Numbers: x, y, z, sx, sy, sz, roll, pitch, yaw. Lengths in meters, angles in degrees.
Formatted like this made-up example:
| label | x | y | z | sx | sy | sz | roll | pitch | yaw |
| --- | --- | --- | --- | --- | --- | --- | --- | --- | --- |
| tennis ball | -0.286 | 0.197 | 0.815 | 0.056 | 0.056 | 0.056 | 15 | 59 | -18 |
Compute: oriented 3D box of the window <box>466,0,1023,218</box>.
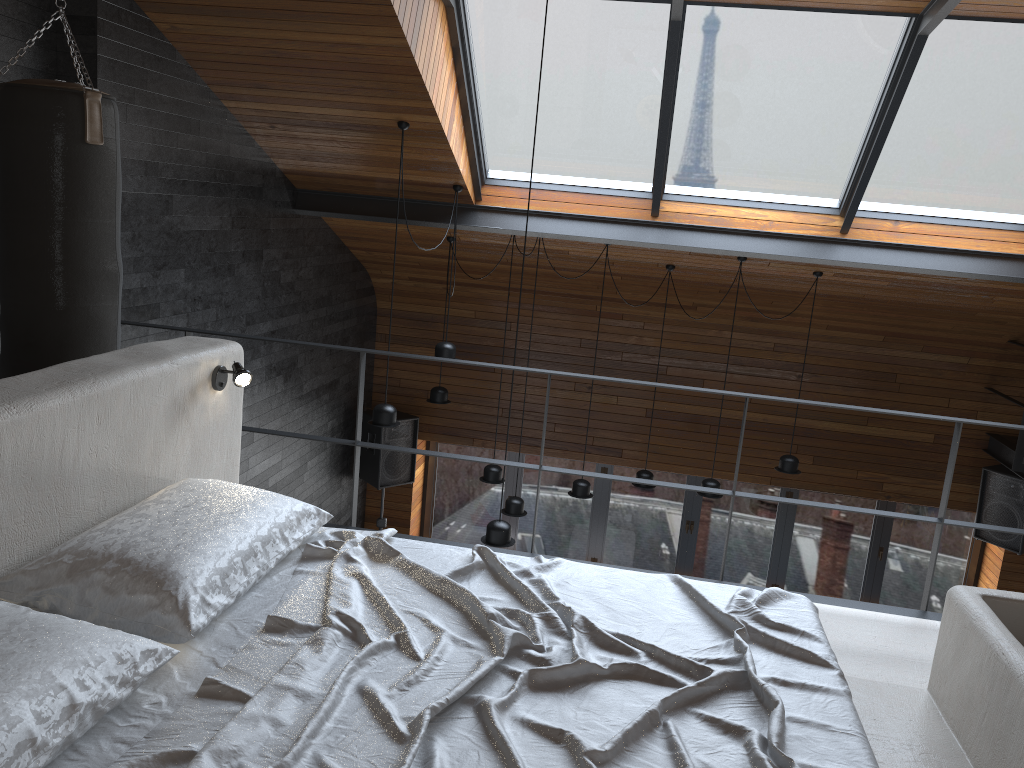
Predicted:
| label | x | y | z | sx | sy | sz | roll | pitch | yaw |
| --- | --- | --- | --- | --- | --- | --- | --- | --- | --- |
| window | 1.648 | -1.744 | 5.621 | 3.818 | 1.031 | 1.213 | 7 | 11 | 8 |

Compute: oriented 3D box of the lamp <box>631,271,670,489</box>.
| label | x | y | z | sx | sy | sz | roll | pitch | yaw |
| --- | --- | --- | --- | --- | --- | --- | --- | --- | --- |
| lamp | 1.214 | -0.117 | 7.382 | 0.210 | 2.002 | 0.210 | -5 | 15 | -43 |

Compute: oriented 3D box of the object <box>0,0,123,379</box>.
| label | x | y | z | sx | sy | sz | roll | pitch | yaw |
| --- | --- | --- | --- | --- | --- | --- | --- | --- | --- |
| object | -1.747 | -0.657 | 3.452 | 0.445 | 1.602 | 0.442 | 13 | 13 | 35 |

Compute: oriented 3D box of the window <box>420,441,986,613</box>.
| label | x | y | z | sx | sy | sz | roll | pitch | yaw |
| --- | --- | --- | --- | --- | --- | --- | --- | --- | --- |
| window | 1.881 | 1.536 | 9.408 | 5.936 | 1.521 | 0.101 | 7 | 11 | 8 |

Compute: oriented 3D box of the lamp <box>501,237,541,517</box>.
| label | x | y | z | sx | sy | sz | roll | pitch | yaw |
| --- | --- | --- | --- | --- | --- | --- | --- | --- | --- |
| lamp | 0.117 | -0.093 | 6.813 | 0.210 | 2.272 | 0.210 | -5 | 15 | -43 |

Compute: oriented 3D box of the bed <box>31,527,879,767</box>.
| label | x | y | z | sx | sy | sz | roll | pitch | yaw |
| --- | --- | --- | --- | --- | --- | --- | --- | --- | --- |
| bed | -0.236 | 0.833 | 1.884 | 2.011 | 0.484 | 1.826 | 7 | 11 | 8 |

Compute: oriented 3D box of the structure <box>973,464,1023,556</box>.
| label | x | y | z | sx | sy | sz | roll | pitch | yaw |
| --- | --- | --- | --- | --- | --- | --- | --- | --- | --- |
| structure | 4.550 | 1.111 | 8.017 | 0.488 | 0.735 | 0.462 | -1 | 13 | -31 |

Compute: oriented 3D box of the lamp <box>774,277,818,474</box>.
| label | x | y | z | sx | sy | sz | roll | pitch | yaw |
| --- | --- | --- | --- | --- | --- | --- | --- | --- | --- |
| lamp | 2.304 | -0.064 | 7.035 | 0.210 | 1.565 | 0.210 | -5 | 15 | -43 |

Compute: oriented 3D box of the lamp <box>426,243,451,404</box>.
| label | x | y | z | sx | sy | sz | roll | pitch | yaw |
| --- | --- | --- | --- | --- | --- | --- | --- | --- | --- |
| lamp | -0.566 | -0.521 | 7.449 | 0.210 | 1.369 | 0.210 | -5 | 15 | -43 |

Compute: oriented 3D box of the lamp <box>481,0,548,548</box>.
| label | x | y | z | sx | sy | sz | roll | pitch | yaw |
| --- | --- | --- | --- | --- | --- | --- | --- | --- | --- |
| lamp | 0.058 | -0.619 | 5.054 | 0.210 | 3.207 | 0.210 | 12 | 13 | 30 |

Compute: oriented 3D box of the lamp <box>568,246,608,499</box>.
| label | x | y | z | sx | sy | sz | roll | pitch | yaw |
| --- | --- | --- | --- | --- | --- | --- | --- | --- | --- |
| lamp | 0.651 | -0.089 | 7.058 | 0.210 | 2.033 | 0.210 | -5 | 15 | -43 |

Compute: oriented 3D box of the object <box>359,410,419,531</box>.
| label | x | y | z | sx | sy | sz | roll | pitch | yaw |
| --- | --- | --- | --- | --- | --- | --- | --- | --- | --- |
| object | -1.367 | 1.436 | 8.928 | 0.639 | 2.298 | 0.686 | -5 | 15 | -43 |

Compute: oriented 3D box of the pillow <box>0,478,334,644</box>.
| label | x | y | z | sx | sy | sz | roll | pitch | yaw |
| --- | --- | --- | --- | --- | --- | --- | --- | --- | --- |
| pillow | -0.861 | 0.417 | 2.349 | 0.509 | 0.173 | 0.842 | 7 | 11 | 8 |

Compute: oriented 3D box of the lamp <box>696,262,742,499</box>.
| label | x | y | z | sx | sy | sz | roll | pitch | yaw |
| --- | --- | --- | --- | --- | --- | --- | --- | --- | --- |
| lamp | 1.682 | -0.043 | 6.981 | 0.210 | 1.911 | 0.210 | -5 | 15 | -43 |

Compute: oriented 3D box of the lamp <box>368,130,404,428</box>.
| label | x | y | z | sx | sy | sz | roll | pitch | yaw |
| --- | --- | --- | --- | --- | --- | --- | --- | --- | --- |
| lamp | -0.745 | -0.650 | 5.567 | 0.210 | 1.853 | 0.210 | -5 | 15 | -43 |

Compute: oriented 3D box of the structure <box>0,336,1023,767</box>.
| label | x | y | z | sx | sy | sz | roll | pitch | yaw |
| --- | --- | --- | --- | --- | --- | --- | --- | --- | --- |
| structure | 0.802 | 0.851 | 1.711 | 4.614 | 1.120 | 2.635 | 7 | 11 | 8 |

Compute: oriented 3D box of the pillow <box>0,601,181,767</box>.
| label | x | y | z | sx | sy | sz | roll | pitch | yaw |
| --- | --- | --- | --- | --- | --- | --- | --- | --- | --- |
| pillow | -1.007 | 0.572 | 1.479 | 0.502 | 0.176 | 0.837 | 7 | 11 | 9 |

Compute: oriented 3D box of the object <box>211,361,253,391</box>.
| label | x | y | z | sx | sy | sz | roll | pitch | yaw |
| --- | --- | --- | --- | --- | --- | --- | --- | --- | --- |
| object | -0.938 | -0.020 | 2.939 | 0.165 | 0.106 | 0.085 | 13 | 14 | 35 |

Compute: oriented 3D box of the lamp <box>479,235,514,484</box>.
| label | x | y | z | sx | sy | sz | roll | pitch | yaw |
| --- | --- | --- | --- | --- | --- | --- | --- | --- | --- |
| lamp | -0.069 | -0.217 | 6.987 | 0.210 | 2.035 | 0.210 | -5 | 15 | -43 |

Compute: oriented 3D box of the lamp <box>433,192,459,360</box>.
| label | x | y | z | sx | sy | sz | roll | pitch | yaw |
| --- | --- | --- | --- | --- | --- | --- | --- | --- | --- |
| lamp | -0.436 | -0.769 | 6.346 | 0.210 | 1.206 | 0.210 | -5 | 15 | -43 |
